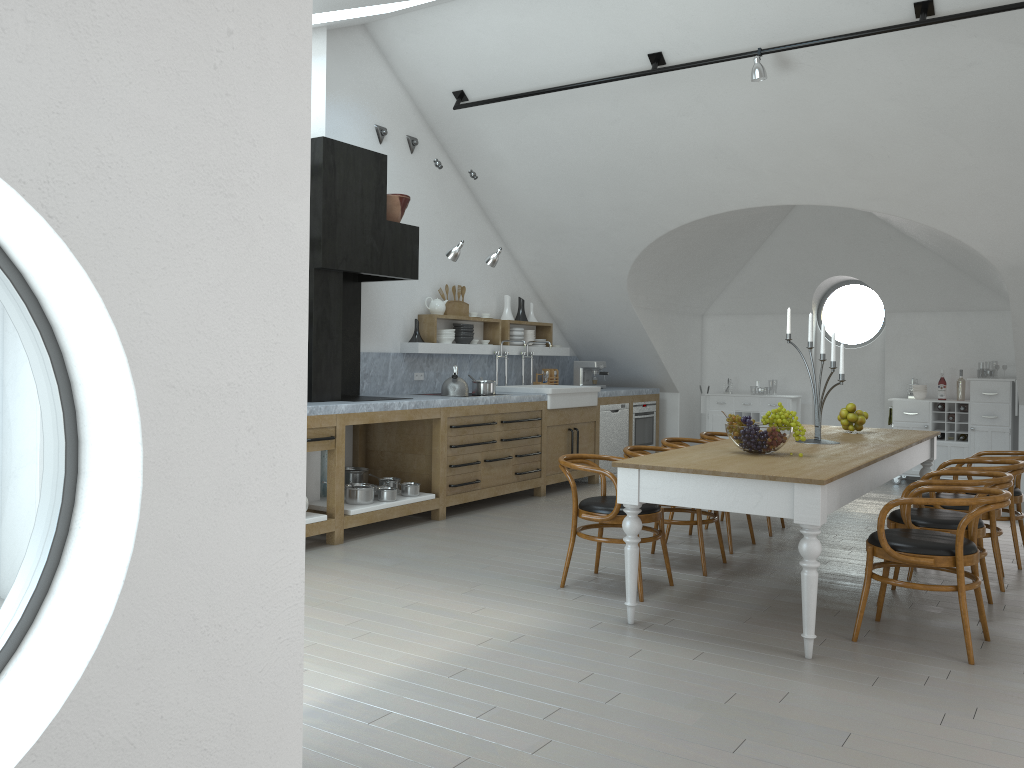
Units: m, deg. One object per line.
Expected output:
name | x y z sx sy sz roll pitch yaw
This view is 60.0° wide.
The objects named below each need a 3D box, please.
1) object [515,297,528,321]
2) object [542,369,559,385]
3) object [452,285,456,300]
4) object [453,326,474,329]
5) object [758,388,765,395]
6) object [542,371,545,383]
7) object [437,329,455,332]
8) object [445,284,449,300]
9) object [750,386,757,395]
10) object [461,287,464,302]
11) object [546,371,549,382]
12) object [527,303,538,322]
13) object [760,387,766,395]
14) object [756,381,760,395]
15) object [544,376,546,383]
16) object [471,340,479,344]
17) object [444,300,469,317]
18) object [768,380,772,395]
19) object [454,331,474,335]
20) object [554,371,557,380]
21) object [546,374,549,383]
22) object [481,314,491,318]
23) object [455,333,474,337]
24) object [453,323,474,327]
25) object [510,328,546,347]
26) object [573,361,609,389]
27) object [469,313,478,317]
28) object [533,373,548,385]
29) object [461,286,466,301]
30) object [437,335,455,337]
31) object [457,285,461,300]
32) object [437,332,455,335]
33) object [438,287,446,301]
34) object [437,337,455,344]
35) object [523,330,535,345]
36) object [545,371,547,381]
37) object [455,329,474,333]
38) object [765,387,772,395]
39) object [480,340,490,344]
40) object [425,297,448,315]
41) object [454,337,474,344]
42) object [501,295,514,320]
object | 0.100 -0.805 9.544 0.156 0.268 0.156 1 1 38
object | 0.433 -0.062 9.994 0.104 0.223 0.200 1 1 33
object | -0.554 -0.811 8.609 0.040 0.299 0.061 1 0 31
object | -0.474 -0.524 8.656 0.205 0.084 0.206 0 2 -29
object | 2.902 0.091 10.331 0.077 0.085 0.077 1 1 21
object | 0.347 -0.051 9.842 0.040 0.192 0.042 1 0 -19
object | -0.629 -0.488 8.416 0.181 0.076 0.181 0 2 -19
object | -0.620 -0.810 8.510 0.027 0.299 0.055 1 0 33
object | 2.817 0.080 10.344 0.081 0.105 0.082 0 1 -43
object | -0.480 -0.812 8.722 0.030 0.294 0.057 1 0 33
object | 0.388 -0.050 9.815 0.040 0.192 0.042 1 0 -20
object | 0.216 -0.784 9.737 0.156 0.218 0.156 1 1 15
object | 2.957 0.086 10.405 0.094 0.093 0.093 1 1 21
object | 2.882 0.047 10.393 0.048 0.169 0.048 1 0 21
object | 0.364 -0.037 9.800 0.019 0.178 0.044 1 0 -2
object | -0.379 -0.417 8.838 0.098 0.048 0.098 2 2 31
object | -0.547 -0.732 8.603 0.084 0.157 0.353 1 1 33
object | 3.027 0.045 10.373 0.054 0.179 0.054 1 0 11
object | -0.470 -0.476 8.648 0.205 0.086 0.205 0 1 -14
object | 0.484 -0.054 10.001 0.040 0.192 0.042 1 0 -6
object | 0.388 -0.038 9.830 0.044 0.178 0.019 1 0 18
object | -0.266 -0.688 9.004 0.098 0.048 0.098 2 2 31
object | -0.476 -0.449 8.649 0.205 0.086 0.205 0 2 -19
object | -0.477 -0.551 8.656 0.205 0.080 0.205 2 2 36
object | 0.154 -0.501 9.605 0.198 0.196 0.657 1 2 33
object | 0.950 -0.103 10.202 0.387 0.320 0.324 1 1 33
object | -0.384 -0.684 8.825 0.098 0.048 0.098 2 2 31
object | 0.319 -0.033 9.802 0.100 0.171 0.173 1 1 35
object | -0.486 -0.811 8.681 0.039 0.298 0.067 1 0 33
object | -0.632 -0.436 8.412 0.181 0.065 0.181 0 2 -19
object | -0.519 -0.811 8.627 0.019 0.299 0.057 1 0 33
object | -0.631 -0.459 8.415 0.181 0.069 0.181 0 2 -39
object | -0.638 -0.791 8.478 0.016 0.259 0.199 1 0 44
object | -0.632 -0.413 8.413 0.181 0.064 0.181 0 2 -34
object | 0.175 -0.503 9.592 0.158 0.160 0.154 0 1 -28
object | 0.372 -0.047 9.825 0.023 0.196 0.018 1 0 28
object | -0.474 -0.498 8.651 0.205 0.072 0.205 1 2 21
object | 2.985 0.086 10.318 0.071 0.098 0.071 0 1 -33
object | -0.273 -0.420 8.998 0.098 0.048 0.098 2 2 31
object | -0.710 -0.731 8.340 0.174 0.169 0.168 1 1 17
object | -0.476 -0.422 8.649 0.205 0.072 0.205 1 2 21
object | -0.048 -0.800 9.327 0.156 0.268 0.156 1 0 22
